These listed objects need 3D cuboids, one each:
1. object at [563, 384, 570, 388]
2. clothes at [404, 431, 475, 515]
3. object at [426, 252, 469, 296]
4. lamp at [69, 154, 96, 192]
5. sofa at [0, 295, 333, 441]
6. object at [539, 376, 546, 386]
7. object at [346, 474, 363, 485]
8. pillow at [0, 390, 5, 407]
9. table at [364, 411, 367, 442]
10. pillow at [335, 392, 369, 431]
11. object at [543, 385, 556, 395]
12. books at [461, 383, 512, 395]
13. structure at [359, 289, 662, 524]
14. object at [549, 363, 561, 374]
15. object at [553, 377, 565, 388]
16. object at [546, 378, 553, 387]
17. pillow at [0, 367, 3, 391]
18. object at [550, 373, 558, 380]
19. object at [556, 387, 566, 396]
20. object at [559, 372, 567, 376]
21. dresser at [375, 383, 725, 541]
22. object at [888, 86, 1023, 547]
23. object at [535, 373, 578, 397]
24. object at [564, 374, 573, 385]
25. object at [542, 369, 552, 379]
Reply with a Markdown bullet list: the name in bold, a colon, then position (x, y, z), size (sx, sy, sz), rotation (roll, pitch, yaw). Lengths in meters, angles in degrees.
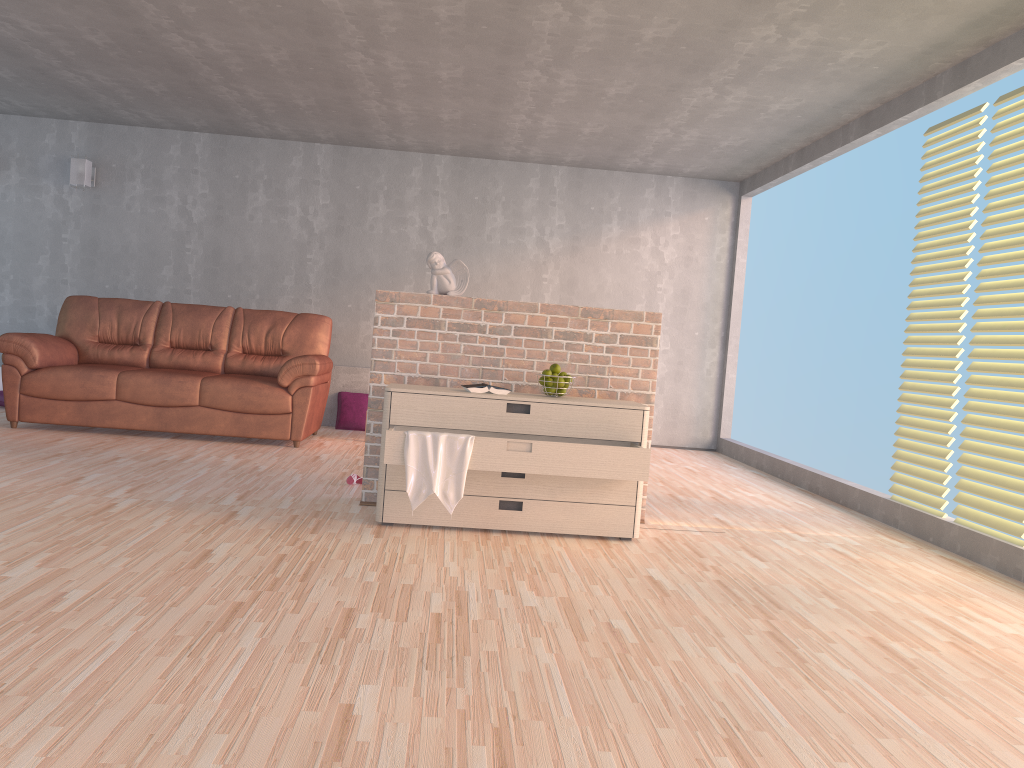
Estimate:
- **object**: position (0.248, -0.003, 4.185), size (0.053, 0.054, 0.053), rotation (6, 3, 31)
- **clothes**: position (-0.308, 0.385, 3.709), size (0.325, 0.369, 0.097), rotation (4, 3, -3)
- **object**: position (-0.323, -0.545, 4.412), size (0.216, 0.218, 0.131), rotation (4, 3, -5)
- **lamp**: position (-3.685, -1.805, 7.603), size (0.165, 0.319, 0.177), rotation (4, 3, -4)
- **sofa**: position (-2.464, -0.149, 6.576), size (2.202, 0.923, 0.981), rotation (4, 3, -4)
- **object**: position (0.149, -0.015, 4.143), size (0.046, 0.044, 0.046), rotation (4, 3, -8)
- **object**: position (-0.840, 0.530, 4.920), size (0.078, 0.066, 0.192), rotation (6, 3, 32)
- **pillow**: position (-4.139, 0.120, 7.360), size (0.392, 0.130, 0.365), rotation (5, 3, 16)
- **table**: position (-0.879, 0.338, 7.133), size (0.548, 0.241, 0.548), rotation (4, 3, -4)
- **pillow**: position (-1.355, 0.241, 7.681), size (0.327, 0.326, 0.241), rotation (4, 3, -10)
- **object**: position (0.176, 0.025, 4.148), size (0.060, 0.055, 0.059), rotation (7, 3, 41)
- **books**: position (-0.120, 0.020, 4.078), size (0.209, 0.040, 0.146), rotation (4, 3, -14)
- **structure**: position (-0.006, 0.115, 4.471), size (1.422, 1.057, 0.211), rotation (4, 3, -4)
- **object**: position (0.202, -0.069, 4.163), size (0.054, 0.056, 0.054), rotation (4, 3, -4)
- **object**: position (0.216, -0.006, 4.111), size (0.057, 0.057, 0.057), rotation (6, 3, 29)
- **object**: position (0.175, -0.008, 4.109), size (0.038, 0.040, 0.039), rotation (5, 3, 4)
- **pillow**: position (-4.439, 0.009, 7.487), size (0.327, 0.326, 0.241), rotation (4, 3, 0)
- **object**: position (0.196, -0.032, 4.135), size (0.039, 0.038, 0.039), rotation (6, 3, 25)
- **object**: position (0.230, 0.034, 4.147), size (0.046, 0.048, 0.048), rotation (4, 3, -16)
- **object**: position (0.240, -0.036, 4.161), size (0.043, 0.043, 0.039), rotation (4, 3, -19)
- **dresser**: position (0.251, 0.379, 4.037), size (1.686, 0.612, 0.605), rotation (4, 3, -4)
- **object**: position (2.377, -0.263, 2.804), size (0.044, 2.114, 4.372), rotation (4, 3, -4)
- **object**: position (0.203, 0.010, 4.160), size (0.202, 0.104, 0.202), rotation (4, 3, -11)
- **object**: position (0.258, -0.021, 4.124), size (0.047, 0.047, 0.046), rotation (6, 3, 33)
- **object**: position (0.162, -0.046, 4.118), size (0.046, 0.045, 0.046), rotation (4, 3, -5)
